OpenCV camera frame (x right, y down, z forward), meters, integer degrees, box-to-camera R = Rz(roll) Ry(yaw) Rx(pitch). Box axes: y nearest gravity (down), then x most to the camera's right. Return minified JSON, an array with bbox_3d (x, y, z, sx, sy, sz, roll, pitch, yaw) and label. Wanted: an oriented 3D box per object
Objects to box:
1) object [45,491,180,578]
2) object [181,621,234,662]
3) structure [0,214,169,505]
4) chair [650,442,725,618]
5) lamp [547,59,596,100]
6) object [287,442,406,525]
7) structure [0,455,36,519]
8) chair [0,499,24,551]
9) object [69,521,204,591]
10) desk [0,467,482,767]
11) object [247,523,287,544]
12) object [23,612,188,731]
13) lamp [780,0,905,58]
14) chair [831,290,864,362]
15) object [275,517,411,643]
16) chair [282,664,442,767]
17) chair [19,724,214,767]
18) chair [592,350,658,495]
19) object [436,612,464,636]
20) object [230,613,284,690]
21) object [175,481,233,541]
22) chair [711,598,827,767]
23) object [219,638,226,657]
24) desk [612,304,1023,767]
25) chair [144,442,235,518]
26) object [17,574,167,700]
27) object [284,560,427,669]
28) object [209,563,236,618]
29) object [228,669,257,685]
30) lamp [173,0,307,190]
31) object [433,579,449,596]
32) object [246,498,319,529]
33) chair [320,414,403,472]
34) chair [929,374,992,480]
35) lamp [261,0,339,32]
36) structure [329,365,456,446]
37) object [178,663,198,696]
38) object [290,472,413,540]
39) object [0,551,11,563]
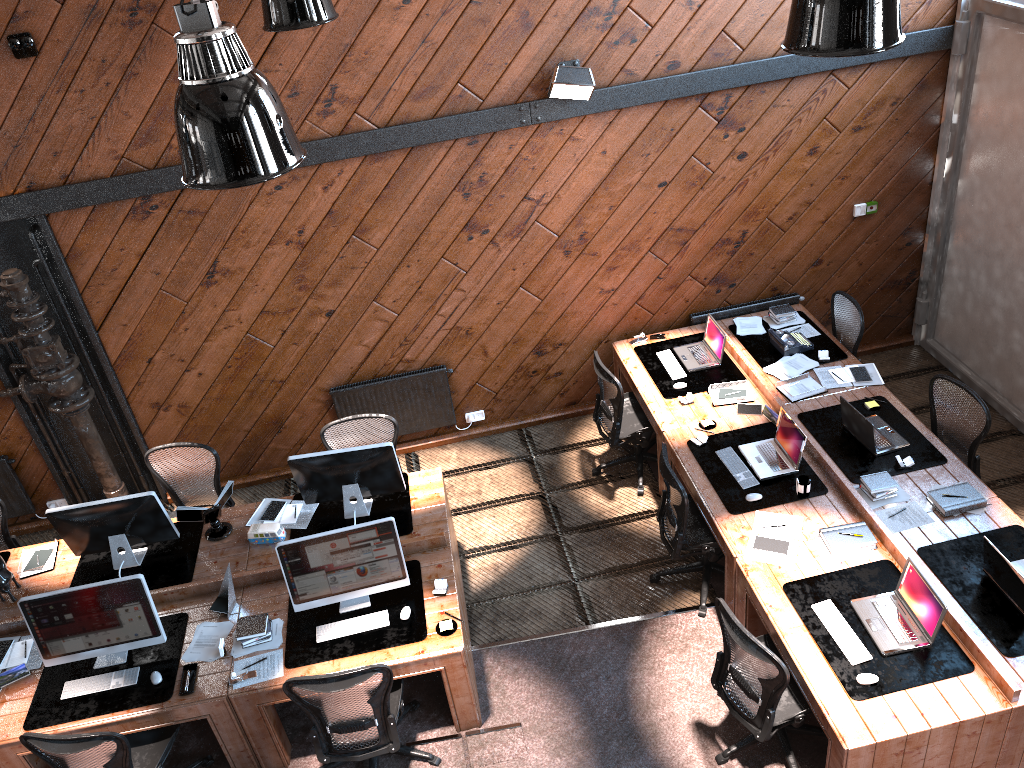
[{"bbox_3d":[-2.666,0.962,6.023,0.772,0.578,0.642,16,40,33],"label":"object"},{"bbox_3d":[-1.854,1.569,5.410,0.246,0.002,0.315,-3,33,8],"label":"object"},{"bbox_3d":[-3.692,0.012,7.091,1.003,2.745,0.500,-9,33,0],"label":"structure"},{"bbox_3d":[1.314,0.900,6.085,0.792,1.085,0.770,-18,34,-14],"label":"chair"},{"bbox_3d":[0.420,-2.187,6.465,0.328,0.287,0.283,-12,33,-5],"label":"lamp"},{"bbox_3d":[-1.105,0.651,6.137,0.663,0.578,0.811,-33,40,-33],"label":"object"},{"bbox_3d":[-4.595,0.954,7.426,1.064,0.628,0.073,-12,33,-5],"label":"structure"},{"bbox_3d":[-3.863,1.399,6.516,0.770,1.085,0.792,-24,36,-22],"label":"chair"},{"bbox_3d":[-2.583,1.222,6.104,0.848,0.008,0.687,-11,33,-4],"label":"object"},{"bbox_3d":[-2.379,1.717,5.914,4.117,0.840,1.748,-11,33,-3],"label":"desk"},{"bbox_3d":[-1.690,1.029,6.116,0.253,0.146,0.128,-4,33,7],"label":"object"},{"bbox_3d":[-2.413,1.707,5.325,0.848,0.008,0.687,-11,33,-4],"label":"object"},{"bbox_3d":[1.118,-2.297,2.761,0.445,2.372,0.445,17,41,34],"label":"lamp"},{"bbox_3d":[2.590,-0.169,7.422,0.792,1.085,0.770,-18,34,-14],"label":"chair"},{"bbox_3d":[-1.015,1.113,5.408,0.714,0.573,0.610,-12,33,-6],"label":"object"},{"bbox_3d":[-0.927,1.847,5.156,0.770,1.085,0.792,-18,34,-14],"label":"chair"},{"bbox_3d":[-2.254,2.120,5.045,0.770,1.085,0.792,-12,33,-6],"label":"chair"},{"bbox_3d":[0.983,0.213,7.209,0.792,1.085,0.770,-24,36,-22],"label":"chair"},{"bbox_3d":[-0.385,1.429,5.263,0.158,0.026,0.154,17,41,33],"label":"object"},{"bbox_3d":[-1.527,1.559,5.263,0.319,0.098,0.478,-13,33,-6],"label":"object"},{"bbox_3d":[-2.095,0.884,6.156,0.417,0.380,0.304,-28,38,-27],"label":"object"},{"bbox_3d":[1.467,1.612,4.963,0.792,1.085,0.770,-31,39,-30],"label":"chair"},{"bbox_3d":[-1.727,1.575,5.285,0.034,0.102,0.076,-11,33,-4],"label":"object"},{"bbox_3d":[2.137,0.801,6.271,1.748,0.840,4.117,-12,33,-5],"label":"desk"},{"bbox_3d":[-2.419,1.030,6.747,0.770,1.085,0.792,-12,33,-6],"label":"chair"},{"bbox_3d":[-2.413,1.470,5.187,0.735,0.576,0.654,18,41,34],"label":"object"},{"bbox_3d":[-0.962,1.399,5.460,0.848,0.008,0.687,-11,33,-4],"label":"object"},{"bbox_3d":[-1.822,1.294,5.531,0.178,0.320,0.165,-7,33,3],"label":"object"},{"bbox_3d":[-1.561,1.679,5.119,0.159,0.064,0.054,-19,34,-15],"label":"object"},{"bbox_3d":[-1.113,-1.768,2.562,0.445,2.372,0.445,1,34,14],"label":"lamp"},{"bbox_3d":[-0.446,1.263,5.498,0.082,0.063,0.106,-2,33,10],"label":"object"},{"bbox_3d":[-1.627,0.918,6.324,0.467,0.017,0.304,1,34,14],"label":"object"},{"bbox_3d":[-1.050,0.816,6.757,0.770,1.085,0.792,-18,34,-14],"label":"chair"},{"bbox_3d":[2.933,0.550,6.246,0.792,1.085,0.770,-24,36,-22],"label":"chair"},{"bbox_3d":[-1.378,-3.093,4.528,0.445,2.372,0.445,-5,33,5],"label":"lamp"},{"bbox_3d":[-0.998,0.204,7.741,1.064,0.628,0.073,-12,33,-5],"label":"structure"},{"bbox_3d":[-1.885,1.719,5.165,0.089,0.031,0.215,-12,33,-5],"label":"object"},{"bbox_3d":[-1.134,0.909,6.248,0.848,0.008,0.687,-11,33,-4],"label":"object"},{"bbox_3d":[-3.955,1.456,6.063,0.848,0.008,0.687,-11,33,-4],"label":"object"}]
